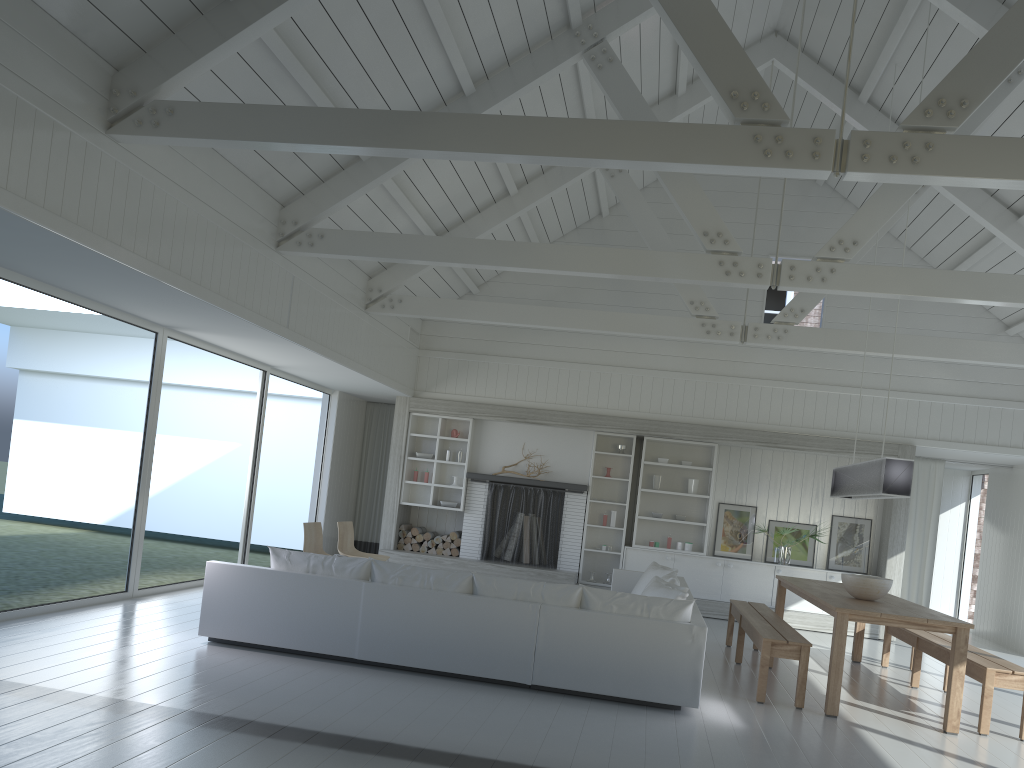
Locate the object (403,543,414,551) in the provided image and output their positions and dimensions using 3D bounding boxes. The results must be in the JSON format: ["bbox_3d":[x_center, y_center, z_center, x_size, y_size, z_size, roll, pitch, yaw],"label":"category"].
[{"bbox_3d":[-1.368,2.245,12.155,0.134,0.146,0.552,6,-6,9],"label":"object"}]

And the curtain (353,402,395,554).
[{"bbox_3d":[-2.007,1.461,13.170,0.629,2.366,0.117,6,-1,8],"label":"curtain"}]

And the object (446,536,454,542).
[{"bbox_3d":[-0.822,2.110,12.043,0.080,0.079,0.481,6,-7,8],"label":"object"}]

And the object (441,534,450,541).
[{"bbox_3d":[-0.883,2.093,12.053,0.086,0.091,0.482,6,-7,8],"label":"object"}]

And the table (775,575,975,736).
[{"bbox_3d":[2.872,2.171,7.485,0.904,0.760,2.969,6,-7,10],"label":"table"}]

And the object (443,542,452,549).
[{"bbox_3d":[-0.842,2.201,12.057,0.109,0.109,0.497,6,-7,8],"label":"object"}]

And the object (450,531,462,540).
[{"bbox_3d":[-0.750,2.069,12.047,0.110,0.110,0.497,6,-7,8],"label":"object"}]

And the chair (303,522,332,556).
[{"bbox_3d":[-1.812,1.755,8.566,0.554,0.779,0.598,6,-3,9],"label":"chair"}]

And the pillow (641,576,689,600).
[{"bbox_3d":[1.133,1.806,7.012,0.466,0.476,1.325,6,-6,1],"label":"pillow"}]

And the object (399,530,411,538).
[{"bbox_3d":[-1.448,2.060,12.156,0.109,0.109,0.497,6,-7,8],"label":"object"}]

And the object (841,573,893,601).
[{"bbox_3d":[2.840,1.639,7.075,0.389,0.185,0.392,6,-6,0],"label":"object"}]

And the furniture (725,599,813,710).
[{"bbox_3d":[2.144,2.249,7.592,0.340,0.469,2.699,6,-7,10],"label":"furniture"}]

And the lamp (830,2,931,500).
[{"bbox_3d":[3.219,-1.144,7.474,0.200,4.235,1.915,6,-2,10],"label":"lamp"}]

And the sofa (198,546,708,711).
[{"bbox_3d":[-0.150,1.895,7.965,3.470,0.736,4.162,5,-7,9],"label":"sofa"}]

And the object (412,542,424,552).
[{"bbox_3d":[-1.267,2.237,12.123,0.110,0.110,0.497,6,-7,8],"label":"object"}]

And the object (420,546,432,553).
[{"bbox_3d":[-1.155,2.249,12.113,0.105,0.114,0.520,6,-7,9],"label":"object"}]

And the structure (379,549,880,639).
[{"bbox_3d":[1.497,2.762,11.999,6.337,0.345,1.895,5,-7,9],"label":"structure"}]

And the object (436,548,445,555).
[{"bbox_3d":[-0.936,2.289,12.077,0.108,0.106,0.518,6,-7,8],"label":"object"}]

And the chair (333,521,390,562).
[{"bbox_3d":[-1.636,1.868,9.329,0.554,0.779,0.598,6,-3,9],"label":"chair"}]

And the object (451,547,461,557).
[{"bbox_3d":[-0.733,2.286,12.038,0.110,0.110,0.497,6,-7,8],"label":"object"}]

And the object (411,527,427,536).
[{"bbox_3d":[-1.277,2.027,12.131,0.110,0.110,0.497,6,-7,8],"label":"object"}]

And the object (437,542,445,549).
[{"bbox_3d":[-0.929,2.196,12.057,0.080,0.079,0.481,6,-7,8],"label":"object"}]

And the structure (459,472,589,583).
[{"bbox_3d":[0.182,1.931,11.928,1.613,1.284,0.864,6,-3,9],"label":"structure"}]

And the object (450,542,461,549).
[{"bbox_3d":[-0.751,2.200,12.036,0.080,0.079,0.481,6,-7,8],"label":"object"}]

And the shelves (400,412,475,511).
[{"bbox_3d":[-0.971,1.070,12.021,0.864,1.237,0.551,6,-2,9],"label":"shelves"}]

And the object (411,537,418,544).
[{"bbox_3d":[-1.284,2.151,12.121,0.080,0.079,0.481,6,-7,8],"label":"object"}]

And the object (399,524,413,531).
[{"bbox_3d":[-1.457,1.968,12.147,0.080,0.079,0.481,6,-7,8],"label":"object"}]

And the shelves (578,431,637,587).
[{"bbox_3d":[1.286,1.676,11.779,0.540,1.997,0.607,6,-1,9],"label":"shelves"}]

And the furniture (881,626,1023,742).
[{"bbox_3d":[3.615,2.385,7.356,0.340,0.469,2.699,6,-7,10],"label":"furniture"}]

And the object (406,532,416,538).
[{"bbox_3d":[-1.355,2.061,12.129,0.080,0.079,0.481,6,-7,8],"label":"object"}]

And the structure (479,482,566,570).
[{"bbox_3d":[0.131,1.860,11.577,1.096,1.062,0.117,6,-1,9],"label":"structure"}]

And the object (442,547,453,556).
[{"bbox_3d":[-0.834,2.294,12.069,0.134,0.146,0.552,6,-6,9],"label":"object"}]

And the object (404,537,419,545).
[{"bbox_3d":[-1.375,2.152,12.142,0.109,0.109,0.497,6,-7,8],"label":"object"}]

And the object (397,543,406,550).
[{"bbox_3d":[-1.470,2.240,12.163,0.108,0.106,0.518,6,-7,8],"label":"object"}]

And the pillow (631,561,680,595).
[{"bbox_3d":[1.429,2.039,8.649,0.462,0.476,2.069,6,-7,2],"label":"pillow"}]

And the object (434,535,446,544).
[{"bbox_3d":[-0.964,2.127,12.078,0.109,0.109,0.497,6,-7,8],"label":"object"}]

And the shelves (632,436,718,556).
[{"bbox_3d":[2.144,1.478,11.650,0.937,1.441,0.607,6,-2,9],"label":"shelves"}]

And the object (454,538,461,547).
[{"bbox_3d":[-0.697,2.154,12.035,0.109,0.109,0.497,6,-7,8],"label":"object"}]

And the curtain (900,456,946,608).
[{"bbox_3d":[5.330,2.156,12.138,1.004,2.366,0.117,6,-1,9],"label":"curtain"}]

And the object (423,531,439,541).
[{"bbox_3d":[-1.111,2.086,12.103,0.109,0.109,0.497,6,-7,8],"label":"object"}]

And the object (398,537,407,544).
[{"bbox_3d":[-1.462,2.147,12.143,0.080,0.079,0.481,6,-7,8],"label":"object"}]

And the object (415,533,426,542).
[{"bbox_3d":[-1.217,2.111,12.118,0.109,0.109,0.497,6,-7,8],"label":"object"}]
